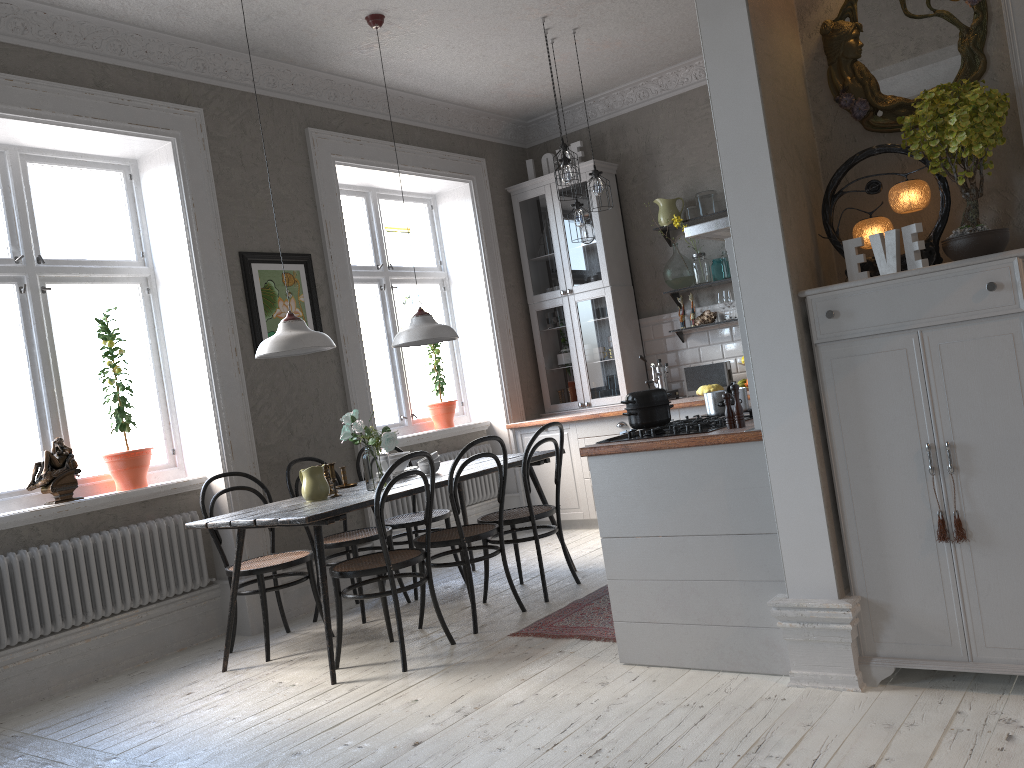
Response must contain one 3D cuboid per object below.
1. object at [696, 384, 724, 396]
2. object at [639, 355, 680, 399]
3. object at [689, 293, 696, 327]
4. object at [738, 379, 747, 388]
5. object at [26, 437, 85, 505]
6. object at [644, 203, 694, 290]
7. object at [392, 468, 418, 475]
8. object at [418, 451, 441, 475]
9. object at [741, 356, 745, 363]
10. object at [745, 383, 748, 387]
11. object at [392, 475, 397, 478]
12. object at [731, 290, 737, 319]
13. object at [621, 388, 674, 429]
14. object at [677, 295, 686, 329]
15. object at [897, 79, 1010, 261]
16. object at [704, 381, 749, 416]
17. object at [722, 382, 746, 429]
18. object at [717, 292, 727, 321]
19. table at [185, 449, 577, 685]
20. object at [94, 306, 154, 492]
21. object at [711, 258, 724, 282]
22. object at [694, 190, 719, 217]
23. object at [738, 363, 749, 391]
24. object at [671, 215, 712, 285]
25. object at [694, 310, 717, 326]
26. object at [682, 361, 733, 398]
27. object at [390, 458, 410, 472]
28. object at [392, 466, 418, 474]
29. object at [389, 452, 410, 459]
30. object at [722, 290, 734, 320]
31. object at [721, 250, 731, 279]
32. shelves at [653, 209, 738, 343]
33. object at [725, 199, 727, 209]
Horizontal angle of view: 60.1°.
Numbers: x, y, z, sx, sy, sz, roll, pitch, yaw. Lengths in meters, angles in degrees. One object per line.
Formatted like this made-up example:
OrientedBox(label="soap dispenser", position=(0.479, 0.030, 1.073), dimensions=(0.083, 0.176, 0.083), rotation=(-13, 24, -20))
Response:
OrientedBox(label="object", position=(1.408, 0.044, 6.307), dimensions=(0.193, 0.083, 0.193), rotation=(-9, 0, 38))
OrientedBox(label="object", position=(1.081, -0.048, 6.687), dimensions=(0.201, 0.370, 0.360), rotation=(-9, 0, 37))
OrientedBox(label="object", position=(1.374, -0.562, 6.719), dimensions=(0.062, 0.264, 0.052), rotation=(-9, 0, -17))
OrientedBox(label="object", position=(1.681, -0.005, 6.335), dimensions=(0.154, 0.072, 0.075), rotation=(-9, 0, -24))
OrientedBox(label="object", position=(-2.302, 0.436, 4.434), dimensions=(0.117, 0.329, 0.242), rotation=(-9, 0, 39))
OrientedBox(label="object", position=(1.207, -1.049, 6.701), dimensions=(0.333, 0.674, 0.339), rotation=(-9, 0, 6))
OrientedBox(label="object", position=(-0.644, 0.504, 4.965), dimensions=(0.236, 0.027, 0.238), rotation=(-9, 0, 5))
OrientedBox(label="object", position=(-0.456, 0.437, 4.872), dimensions=(0.130, 0.119, 0.122), rotation=(-9, 0, -37))
OrientedBox(label="object", position=(1.648, -0.177, 6.225), dimensions=(0.080, 0.069, 0.058), rotation=(-9, 0, -33))
OrientedBox(label="object", position=(1.690, -0.003, 6.283), dimensions=(0.089, 0.057, 0.084), rotation=(-9, 0, -21))
OrientedBox(label="object", position=(-0.643, 0.513, 4.965), dimensions=(0.242, 0.027, 0.232), rotation=(-9, 0, -35))
OrientedBox(label="object", position=(1.636, -0.583, 6.535), dimensions=(0.080, 0.217, 0.083), rotation=(-9, 0, 23))
OrientedBox(label="object", position=(0.544, 0.098, 3.538), dimensions=(0.188, 0.147, 0.195), rotation=(-9, 0, 17))
OrientedBox(label="object", position=(1.302, -0.551, 6.793), dimensions=(0.053, 0.264, 0.062), rotation=(-9, 0, 9))
OrientedBox(label="object", position=(1.399, -0.655, 2.722), dimensions=(0.345, 0.553, 0.293), rotation=(-9, 0, -19))
OrientedBox(label="object", position=(0.894, 0.052, 3.564), dimensions=(0.177, 0.134, 0.300), rotation=(-9, 0, -18))
OrientedBox(label="object", position=(0.807, 0.078, 3.235), dimensions=(0.071, 0.167, 0.036), rotation=(-9, 0, 37))
OrientedBox(label="object", position=(1.571, -0.573, 6.590), dimensions=(0.080, 0.217, 0.083), rotation=(-9, 0, 23))
OrientedBox(label="table", position=(-0.568, 0.883, 4.728), dimensions=(0.886, 0.735, 1.959), rotation=(-9, 0, 38))
OrientedBox(label="object", position=(-2.113, 0.075, 4.751), dimensions=(0.273, 0.991, 0.267), rotation=(-9, 0, -14))
OrientedBox(label="object", position=(1.551, -0.847, 6.595), dimensions=(0.123, 0.172, 0.129), rotation=(-9, 0, 41))
OrientedBox(label="object", position=(1.444, -1.325, 6.557), dimensions=(0.174, 0.184, 0.170), rotation=(-9, 0, -14))
OrientedBox(label="object", position=(1.730, -0.177, 6.253), dimensions=(0.347, 0.425, 0.357), rotation=(-9, 0, 22))
OrientedBox(label="object", position=(1.325, -0.999, 6.562), dimensions=(0.188, 0.540, 0.286), rotation=(-9, 0, 29))
OrientedBox(label="object", position=(1.450, -0.498, 6.638), dimensions=(0.175, 0.111, 0.097), rotation=(-9, 0, 14))
OrientedBox(label="object", position=(1.446, -0.033, 6.528), dimensions=(0.344, 0.226, 0.090), rotation=(-9, 0, 37))
OrientedBox(label="object", position=(-0.651, 0.460, 4.965), dimensions=(0.176, 0.094, 0.183), rotation=(-9, 0, 28))
OrientedBox(label="object", position=(-0.645, 0.496, 4.965), dimensions=(0.242, 0.027, 0.233), rotation=(-9, 0, -30))
OrientedBox(label="object", position=(-0.654, 0.440, 4.965), dimensions=(0.176, 0.094, 0.183), rotation=(-9, 0, 28))
OrientedBox(label="object", position=(1.582, -0.575, 6.461), dimensions=(0.080, 0.217, 0.083), rotation=(-9, 0, 23))
OrientedBox(label="object", position=(1.589, -0.870, 6.450), dimensions=(0.127, 0.206, 0.122), rotation=(-9, 0, -30))
OrientedBox(label="shelves", position=(1.718, -0.816, 6.436), dimensions=(1.290, 0.923, 0.233), rotation=(-9, 0, 37))
OrientedBox(label="object", position=(1.638, -1.373, 6.527), dimensions=(0.140, 0.220, 0.139), rotation=(-9, 0, -3))
